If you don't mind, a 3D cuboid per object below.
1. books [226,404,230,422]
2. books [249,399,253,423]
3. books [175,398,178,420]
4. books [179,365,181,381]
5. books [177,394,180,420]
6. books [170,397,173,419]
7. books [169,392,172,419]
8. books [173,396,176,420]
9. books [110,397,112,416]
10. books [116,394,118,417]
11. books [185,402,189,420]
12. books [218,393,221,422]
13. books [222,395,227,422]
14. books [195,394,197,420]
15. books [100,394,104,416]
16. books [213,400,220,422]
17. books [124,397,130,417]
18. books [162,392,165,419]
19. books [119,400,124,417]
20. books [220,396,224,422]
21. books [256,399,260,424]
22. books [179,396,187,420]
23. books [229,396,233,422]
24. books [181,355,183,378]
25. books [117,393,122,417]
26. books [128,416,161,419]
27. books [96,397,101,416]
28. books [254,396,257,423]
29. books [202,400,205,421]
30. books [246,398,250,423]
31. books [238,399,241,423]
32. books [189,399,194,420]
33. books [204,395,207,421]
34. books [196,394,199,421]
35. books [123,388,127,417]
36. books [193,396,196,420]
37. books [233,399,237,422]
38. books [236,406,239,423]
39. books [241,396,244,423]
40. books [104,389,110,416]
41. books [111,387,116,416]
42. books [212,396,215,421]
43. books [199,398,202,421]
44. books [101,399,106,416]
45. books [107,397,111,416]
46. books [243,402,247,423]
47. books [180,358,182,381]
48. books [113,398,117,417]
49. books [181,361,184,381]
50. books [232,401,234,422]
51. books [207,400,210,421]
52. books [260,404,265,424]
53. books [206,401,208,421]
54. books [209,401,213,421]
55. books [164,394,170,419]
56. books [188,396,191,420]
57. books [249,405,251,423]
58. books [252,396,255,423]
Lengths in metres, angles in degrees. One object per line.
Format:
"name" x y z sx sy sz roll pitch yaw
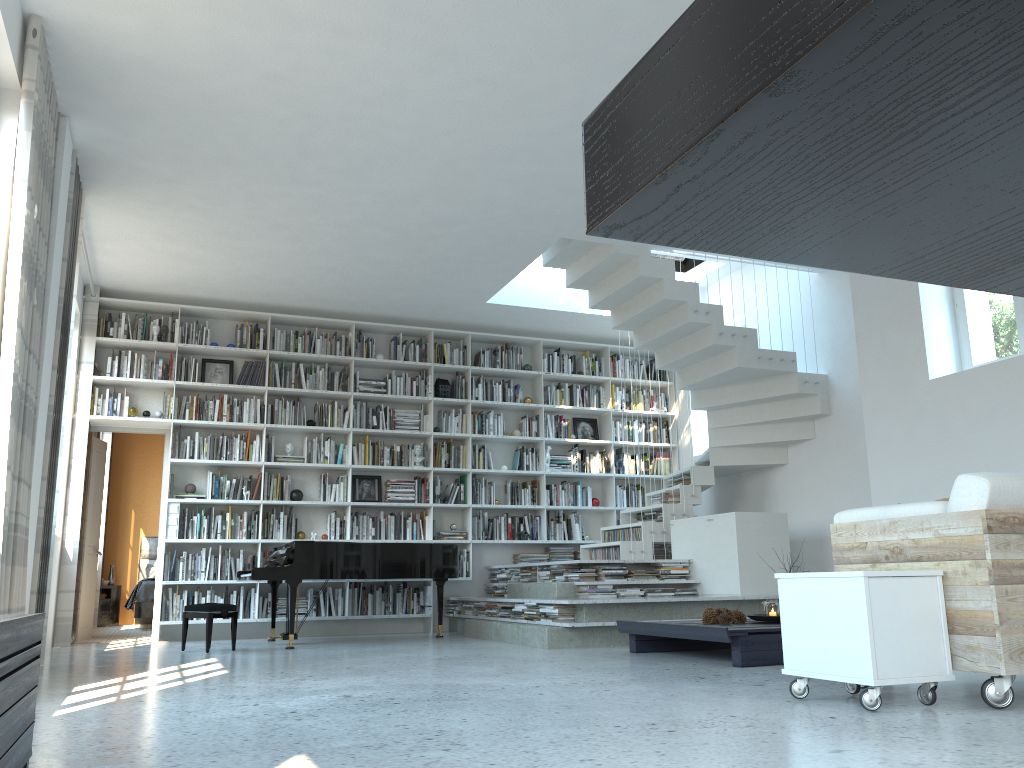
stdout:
"books" -2.768 0.307 8.621 0.029 0.195 0.192 4 -13 -21
"books" -2.575 0.294 8.738 0.024 0.265 0.155 4 -13 -21
"books" -3.210 0.262 8.475 0.022 0.232 0.151 4 -13 -21
"books" -3.203 -0.097 8.559 0.005 0.237 0.154 4 -13 -21
"books" -3.191 0.246 8.477 0.012 0.262 0.180 4 -13 -21
"books" -3.236 0.256 8.428 0.021 0.224 0.232 4 -13 -21
"books" -3.264 0.232 8.462 0.010 0.285 0.137 4 -13 -21
"books" -3.229 0.252 8.479 0.012 0.253 0.161 4 -13 -21
"books" -3.733 0.236 8.265 0.011 0.205 0.163 4 -13 -21
"books" -3.690 0.226 8.288 0.010 0.233 0.165 4 -13 -21
"books" -3.112 0.283 8.492 0.026 0.195 0.176 4 -13 -21
"books" -2.848 0.254 8.630 0.014 0.303 0.152 4 -13 -21
"books" -2.797 0.261 8.623 0.030 0.285 0.185 4 -13 -21
"books" -3.046 0.250 8.542 0.020 0.280 0.165 4 -13 -21
"books" -3.811 0.223 8.232 0.010 0.219 0.181 4 -13 -21
"books" -2.875 0.284 8.609 0.047 0.237 0.163 4 -13 -21
"books" -3.606 0.239 8.300 0.029 0.211 0.187 4 -13 -21
"books" -3.313 0.228 8.437 0.012 0.284 0.160 4 -13 -21
"books" -3.657 0.253 8.313 0.029 0.191 0.134 4 -13 -21
"books" -2.824 0.268 8.616 0.023 0.270 0.187 4 -13 -21
"books" -2.509 0.295 8.743 0.035 0.263 0.178 4 -13 -21
"books" -3.162 0.254 8.504 0.062 0.257 0.153 4 -13 -21
"books" -2.753 0.270 8.665 0.025 0.285 0.161 4 -13 -21
"books" -3.194 -0.121 8.570 0.006 0.288 0.144 4 -13 -21
"books" -3.666 0.221 8.272 0.021 0.236 0.189 4 -13 -21
"books" -3.460 0.328 8.364 0.285 0.012 0.160 4 -13 -19
"books" -3.831 0.234 8.230 0.029 0.196 0.161 4 -13 -21
"books" -2.537 0.281 8.738 0.022 0.288 0.169 4 -13 -21
"books" -2.981 0.281 8.574 0.012 0.230 0.150 4 -13 -21
"books" -2.601 0.288 8.704 0.022 0.262 0.174 4 -13 -21
"books" -2.675 0.289 8.699 0.035 0.260 0.131 4 -13 -21
"books" -3.081 0.271 8.521 0.030 0.229 0.172 4 -13 -21
"books" -2.969 0.259 8.580 0.012 0.276 0.151 4 -13 -21
"books" -3.028 0.250 8.538 0.011 0.277 0.164 4 -13 -21
"books" -3.631 0.198 8.314 0.013 0.298 0.179 4 -13 -21
"books" -3.060 0.261 8.530 0.014 0.252 0.187 4 -13 -21
"books" -2.717 0.285 8.679 0.029 0.260 0.158 4 -13 -21
"books" -2.693 0.323 8.679 0.022 0.185 0.137 4 -13 -21
"books" -2.647 0.277 8.693 0.012 0.280 0.188 4 -13 -21
"books" -3.772 0.198 8.262 0.022 0.281 0.157 4 -13 -21
"books" -3.716 0.189 8.263 0.013 0.296 0.187 4 -13 -21
"books" -2.901 0.264 8.598 0.014 0.272 0.181 4 -13 -21
"books" -3.007 0.269 8.561 0.047 0.249 0.134 4 -13 -21
"books" -3.801 0.247 8.258 0.029 0.184 0.135 4 -13 -21
"books" -3.757 0.236 8.279 0.023 0.213 0.141 4 -13 -21
"books" -2.626 0.302 8.692 0.030 0.230 0.172 4 -13 -21
"books" -3.198 -0.116 8.564 0.005 0.277 0.147 4 -13 -21
"books" -3.703 0.244 8.272 0.024 0.192 0.181 4 -13 -21
"books" -3.181 -0.094 8.552 0.009 0.228 0.185 4 -13 -21
"books" -2.731 0.295 8.656 0.013 0.232 0.172 4 -13 -21
"books" -2.942 0.283 8.579 0.011 0.228 0.170 4 -13 -21
"books" -2.465 0.322 8.727 0.039 0.202 0.236 4 -13 -21
"books" -2.951 0.286 8.567 0.014 0.217 0.164 4 -13 -21
"books" -2.920 0.288 8.579 0.031 0.216 0.173 4 -13 -21
"books" -3.295 0.242 8.464 0.044 0.268 0.134 4 -13 -21
"books" -3.102 0.255 8.521 0.010 0.262 0.151 4 -13 -21
"books" -2.589 0.320 8.717 0.013 0.206 0.172 4 -13 -21
"books" -2.548 0.277 8.721 0.012 0.290 0.182 4 -13 -21
